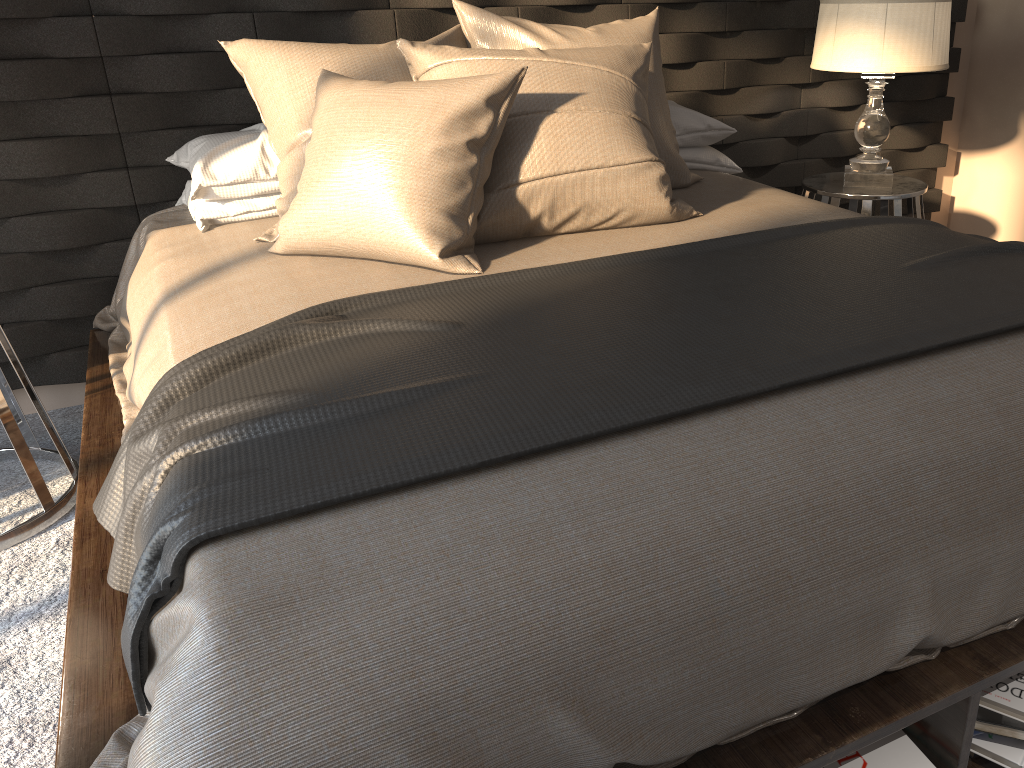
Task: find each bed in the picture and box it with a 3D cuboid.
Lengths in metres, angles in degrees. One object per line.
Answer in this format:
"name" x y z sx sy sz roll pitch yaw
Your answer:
"bed" 0.217 -0.018 2.041 2.380 0.622 2.212 -11 26 -22

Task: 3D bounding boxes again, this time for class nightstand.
"nightstand" -1.364 0.033 2.014 0.563 0.602 0.540 -7 24 -10
"nightstand" 1.306 -0.527 3.340 0.607 0.471 0.636 4 24 14

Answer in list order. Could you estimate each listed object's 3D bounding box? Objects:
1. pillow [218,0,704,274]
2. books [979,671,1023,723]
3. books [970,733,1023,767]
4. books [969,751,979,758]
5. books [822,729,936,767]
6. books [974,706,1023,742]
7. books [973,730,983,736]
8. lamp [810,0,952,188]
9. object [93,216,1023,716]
"pillow" 0.002 -0.658 2.124 1.305 0.517 0.869 -11 25 -21
"books" 0.796 0.455 1.422 0.148 0.020 0.215 16 29 33
"books" 0.782 0.515 1.446 0.166 0.019 0.256 19 31 38
"books" 0.802 0.532 1.456 0.210 0.022 0.151 -7 24 -13
"books" 0.465 0.551 1.266 0.258 0.023 0.170 -9 25 -17
"books" 0.810 0.483 1.409 0.142 0.023 0.229 9 26 22
"books" 0.786 0.493 1.443 0.237 0.023 0.159 -7 24 -12
"lamp" 1.286 -1.026 3.112 0.447 0.629 0.486 10 26 26
"object" 0.372 -0.020 1.598 2.134 0.321 0.596 -12 26 -24
